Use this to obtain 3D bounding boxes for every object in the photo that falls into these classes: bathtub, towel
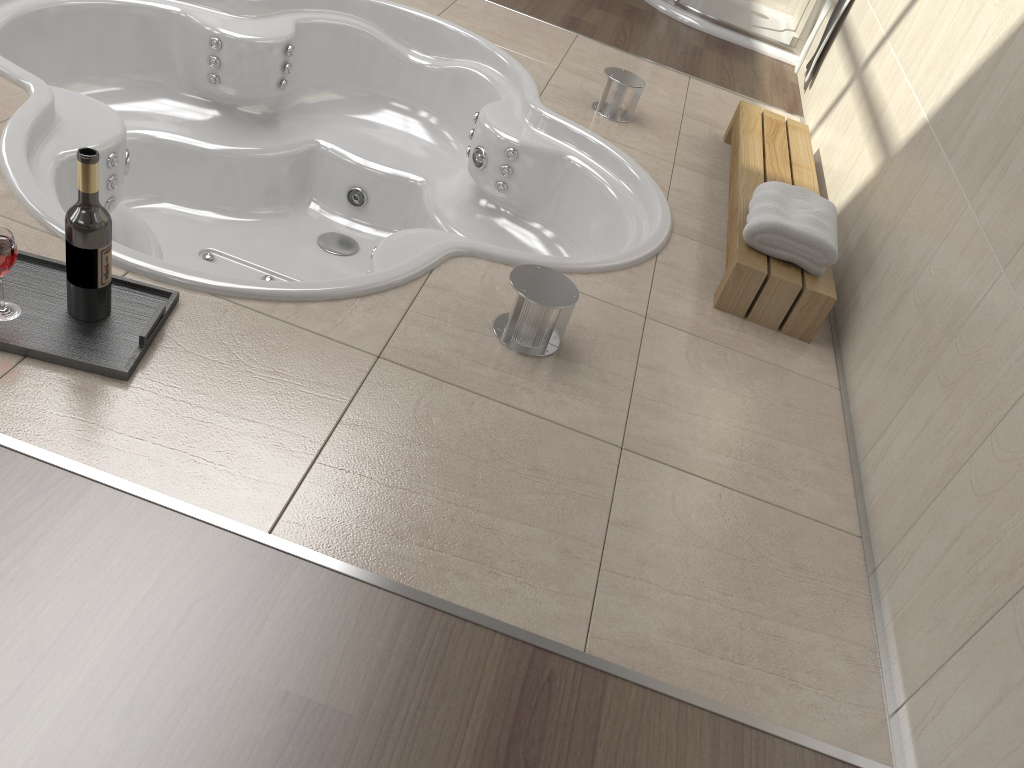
[{"bbox_3d":[-0.601,-0.553,2.696,1.751,0.674,1.754,-11,47,-34],"label":"bathtub"},{"bbox_3d":[1.352,-1.595,3.691,0.083,0.635,0.280,21,37,1],"label":"towel"},{"bbox_3d":[0.731,-0.424,2.313,0.233,0.099,0.331,23,37,4],"label":"towel"}]

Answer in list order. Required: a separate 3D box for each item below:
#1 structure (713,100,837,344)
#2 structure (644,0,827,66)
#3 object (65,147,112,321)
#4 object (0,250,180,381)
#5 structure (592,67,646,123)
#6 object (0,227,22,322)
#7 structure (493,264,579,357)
[{"bbox_3d":[0.783,-0.558,2.702,0.260,0.140,1.280,21,37,0],"label":"structure"},{"bbox_3d":[1.330,-2.682,4.122,0.900,1.917,0.900,20,37,0],"label":"structure"},{"bbox_3d":[-0.701,-0.246,1.468,0.070,0.307,0.070,-1,42,-26],"label":"object"},{"bbox_3d":[-0.817,-0.145,1.527,0.400,0.040,0.250,14,37,-8],"label":"object"},{"bbox_3d":[0.368,-0.998,3.063,0.150,0.131,0.150,14,37,-8],"label":"structure"},{"bbox_3d":[-0.838,-0.180,1.450,0.055,0.153,0.055,16,37,-6],"label":"object"},{"bbox_3d":[0.049,-0.154,1.865,0.150,0.131,0.150,26,37,8],"label":"structure"}]
